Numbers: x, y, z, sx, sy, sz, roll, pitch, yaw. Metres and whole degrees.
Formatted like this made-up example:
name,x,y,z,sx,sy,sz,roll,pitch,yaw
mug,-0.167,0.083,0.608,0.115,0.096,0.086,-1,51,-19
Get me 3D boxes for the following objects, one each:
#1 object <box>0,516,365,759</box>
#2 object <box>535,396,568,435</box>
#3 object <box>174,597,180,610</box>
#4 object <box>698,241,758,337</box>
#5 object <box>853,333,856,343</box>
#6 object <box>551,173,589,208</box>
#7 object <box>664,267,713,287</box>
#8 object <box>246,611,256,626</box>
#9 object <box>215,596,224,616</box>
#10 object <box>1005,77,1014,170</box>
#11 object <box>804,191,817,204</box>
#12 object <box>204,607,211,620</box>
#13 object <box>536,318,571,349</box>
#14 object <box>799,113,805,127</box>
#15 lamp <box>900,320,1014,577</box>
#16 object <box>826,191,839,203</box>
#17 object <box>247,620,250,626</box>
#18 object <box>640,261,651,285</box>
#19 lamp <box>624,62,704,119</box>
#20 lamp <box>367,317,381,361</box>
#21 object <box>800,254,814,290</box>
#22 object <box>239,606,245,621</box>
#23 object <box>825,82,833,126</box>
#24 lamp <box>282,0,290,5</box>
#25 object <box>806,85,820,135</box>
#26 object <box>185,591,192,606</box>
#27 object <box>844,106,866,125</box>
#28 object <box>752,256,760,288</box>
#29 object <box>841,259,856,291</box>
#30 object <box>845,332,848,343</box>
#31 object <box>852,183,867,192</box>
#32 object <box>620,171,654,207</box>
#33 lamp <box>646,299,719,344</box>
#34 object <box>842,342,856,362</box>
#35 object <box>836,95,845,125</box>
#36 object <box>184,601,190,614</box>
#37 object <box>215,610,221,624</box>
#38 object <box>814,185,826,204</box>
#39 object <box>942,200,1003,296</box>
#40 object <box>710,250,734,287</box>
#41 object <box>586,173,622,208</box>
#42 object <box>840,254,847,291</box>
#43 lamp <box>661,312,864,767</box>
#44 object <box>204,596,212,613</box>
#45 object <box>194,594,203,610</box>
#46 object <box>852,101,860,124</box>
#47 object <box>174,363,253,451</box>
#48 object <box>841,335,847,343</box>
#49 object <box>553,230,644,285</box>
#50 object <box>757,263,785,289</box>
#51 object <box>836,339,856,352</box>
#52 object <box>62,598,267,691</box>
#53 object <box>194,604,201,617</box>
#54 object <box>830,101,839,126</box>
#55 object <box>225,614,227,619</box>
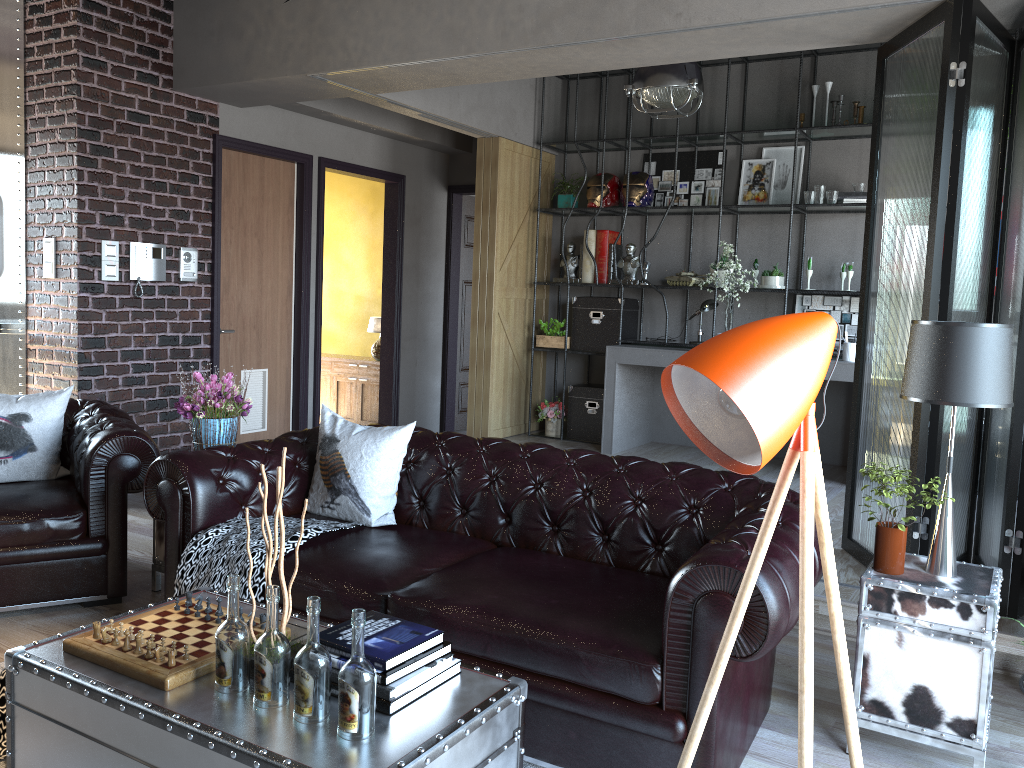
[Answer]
name,x,y,z,sx,sy,sz,roll,pitch,yaw
object,-1.259,0.847,3.193,1.699,0.568,0.563,-2,7,-39
object,0.354,0.279,8.068,0.345,0.362,0.332,6,6,34
object,-0.994,0.651,2.631,0.017,0.037,0.017,3,5,11
object,1.656,-0.668,6.753,0.398,0.851,0.421,1,5,-13
object,2.492,-0.286,6.466,0.009,0.167,0.061,7,7,42
object,0.502,-1.718,7.940,0.324,0.339,0.295,1,5,-13
object,1.508,-0.898,7.411,0.206,0.170,0.578,0,6,-24
object,-0.746,0.667,2.535,0.026,0.044,0.026,1,5,-14
object,-0.859,0.650,2.602,0.025,0.055,0.025,1,5,-15
object,3.432,-1.695,5.990,0.650,1.024,0.720,-2,7,-41
object,2.268,-1.413,6.754,0.092,0.099,0.093,0,6,-22
object,-0.880,0.663,2.563,0.017,0.037,0.017,6,6,37
object,0.382,-0.459,7.926,0.304,0.265,0.180,5,6,30
object,2.229,-2.012,6.818,0.135,0.129,0.135,3,5,3
lamp,1.440,0.213,2.909,0.334,0.831,0.333,6,6,33
object,2.408,-1.399,6.672,0.092,0.099,0.093,1,5,-12
object,-0.733,0.677,2.477,0.017,0.037,0.017,-2,7,-40
object,1.131,-0.937,7.502,0.093,0.200,0.093,5,6,25
lamp,1.042,-2.389,5.967,0.534,1.147,0.516,3,5,8
lamp,-1.309,-0.152,8.937,0.291,1.043,0.441,3,5,4
object,2.283,-0.860,6.813,0.113,0.274,0.113,6,6,34
object,-0.783,0.662,2.558,0.022,0.047,0.022,1,5,-15
object,2.448,-2.142,6.891,0.128,0.390,0.128,1,5,-10
lamp,-1.053,-2.261,4.685,0.559,0.512,0.360,-2,7,-39
object,2.388,-2.157,7.009,0.128,0.390,0.128,2,5,-1
object,-0.973,0.646,2.671,0.019,0.040,0.019,3,5,4
object,2.602,-1.988,6.611,0.189,0.152,0.190,-2,7,-37
object,1.996,-0.917,7.271,0.113,0.273,0.113,2,5,-3
object,2.551,-0.824,6.700,0.113,0.246,0.113,-2,7,-41
object,2.448,-0.280,6.476,0.023,0.202,0.046,0,5,-23
object,2.653,-1.495,6.778,0.103,0.068,0.103,5,6,23
object,1.063,-1.659,7.592,0.280,0.327,0.400,4,6,20
lamp,1.449,-0.539,7.499,0.205,0.370,0.740,-1,7,-35
object,2.462,-0.231,6.439,0.110,0.137,0.110,7,7,40
object,2.471,-2.046,6.674,0.100,0.243,0.100,6,6,39
object,-0.955,0.655,2.607,0.017,0.037,0.017,6,6,37
object,-0.842,0.666,2.542,0.017,0.037,0.017,6,6,37
object,2.364,-1.443,6.816,0.087,0.155,0.087,7,7,43
object,3.519,-1.003,6.428,0.751,0.738,0.185,5,6,31
object,1.711,-0.939,7.220,0.136,0.304,0.193,0,6,-26
object,0.789,-1.686,7.754,0.280,0.327,0.399,6,7,35
object,2.603,-0.876,6.970,0.113,0.301,0.113,-2,7,-41
lamp,2.163,0.569,2.589,3.831,1.455,0.583,1,5,-17
object,-0.899,0.650,2.626,0.022,0.047,0.022,1,5,-15
object,-0.936,0.649,2.645,0.026,0.044,0.026,1,5,-14
object,2.624,-2.042,6.781,0.080,0.225,0.080,3,5,3
object,-1.407,0.146,4.200,0.352,0.483,0.349,-1,6,-29
object,2.452,-0.269,6.458,0.137,0.190,0.009,6,6,33
object,0.786,-1.114,7.823,0.834,0.465,0.290,6,6,30
object,2.067,-0.859,7.035,0.235,0.212,0.235,1,5,-14
object,2.645,-0.291,6.796,0.351,0.111,0.379,-1,6,-27
object,-0.920,0.708,2.462,0.429,0.036,0.429,6,7,30
object,-0.917,0.659,2.585,0.017,0.037,0.017,6,6,37
object,2.457,-2.050,6.767,0.084,0.232,0.084,-1,6,-32
object,-0.807,0.670,2.519,0.017,0.037,0.017,6,6,37
